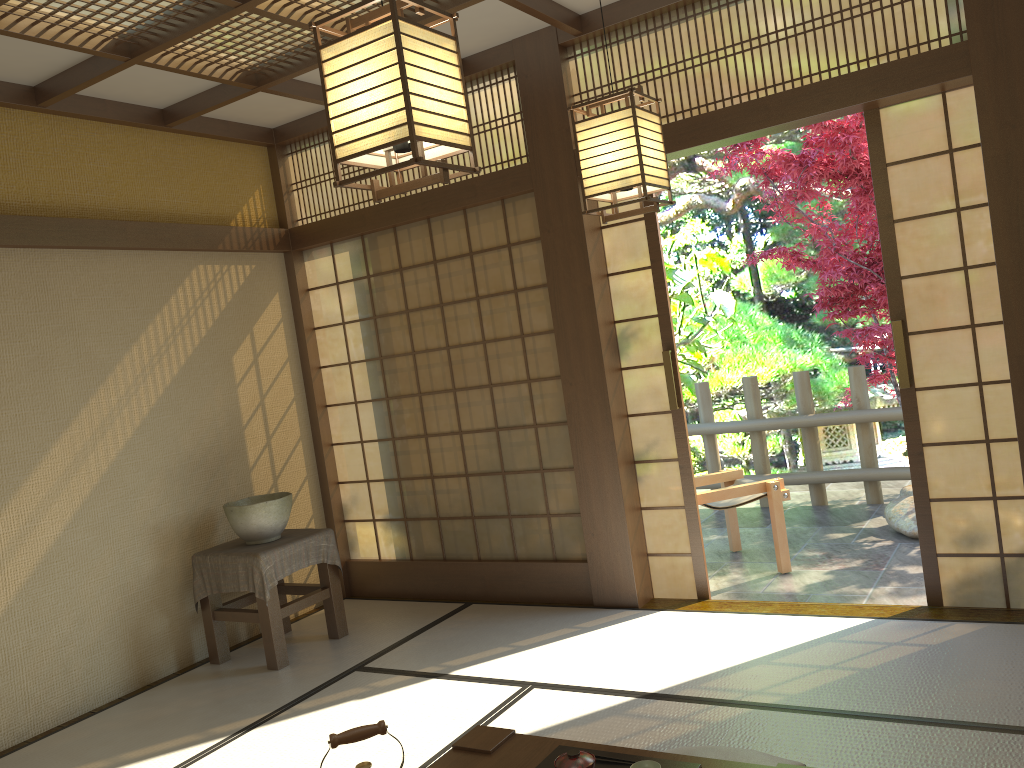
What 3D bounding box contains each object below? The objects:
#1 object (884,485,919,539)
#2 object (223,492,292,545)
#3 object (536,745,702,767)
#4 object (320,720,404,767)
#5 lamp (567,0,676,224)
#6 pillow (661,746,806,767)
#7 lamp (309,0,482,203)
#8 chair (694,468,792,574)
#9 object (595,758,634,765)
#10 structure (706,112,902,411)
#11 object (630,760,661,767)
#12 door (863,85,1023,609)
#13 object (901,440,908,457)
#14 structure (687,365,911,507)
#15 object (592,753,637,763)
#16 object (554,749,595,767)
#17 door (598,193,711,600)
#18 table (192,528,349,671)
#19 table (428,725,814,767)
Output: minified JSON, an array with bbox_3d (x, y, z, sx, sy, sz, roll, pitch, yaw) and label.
[{"bbox_3d":[3.019,0.743,5.574,1.260,0.276,1.147,-7,3,28],"label":"object"},{"bbox_3d":[-1.337,0.723,4.720,0.358,0.230,0.357,-8,2,2],"label":"object"},{"bbox_3d":[0.215,0.963,2.136,0.400,0.007,0.300,-7,3,32],"label":"object"},{"bbox_3d":[-0.312,0.902,1.960,0.219,0.296,0.226,-7,3,27],"label":"object"},{"bbox_3d":[0.309,-1.103,2.894,0.240,1.129,0.240,-7,3,32],"label":"lamp"},{"bbox_3d":[0.574,1.203,2.601,0.496,0.107,0.486,-7,3,26],"label":"pillow"},{"bbox_3d":[-0.303,-0.974,1.911,0.240,1.129,0.240,-7,3,32],"label":"lamp"},{"bbox_3d":[1.227,0.833,5.414,0.704,0.598,0.698,-9,2,-11],"label":"chair"},{"bbox_3d":[0.230,0.950,2.239,0.200,0.008,0.008,-7,3,28],"label":"object"},{"bbox_3d":[2.885,-1.054,7.171,3.045,4.004,3.412,-9,2,-25],"label":"structure"},{"bbox_3d":[0.315,0.922,2.072,0.073,0.052,0.074,-9,2,-14],"label":"object"},{"bbox_3d":[2.505,-0.186,3.449,1.894,2.380,0.073,-7,3,32],"label":"door"},{"bbox_3d":[2.992,0.190,5.533,0.586,1.362,1.032,-10,3,-31],"label":"object"},{"bbox_3d":[3.317,0.332,6.101,7.456,1.136,0.245,-7,3,32],"label":"structure"},{"bbox_3d":[0.240,0.948,2.253,0.200,0.008,0.008,-7,3,33],"label":"object"},{"bbox_3d":[0.154,0.926,2.136,0.100,0.080,0.100,-7,3,32],"label":"object"},{"bbox_3d":[0.055,0.112,5.013,1.894,2.380,0.073,-7,3,32],"label":"door"},{"bbox_3d":[-1.289,1.128,4.742,0.633,0.595,0.629,-7,3,32],"label":"table"},{"bbox_3d":[0.083,1.163,1.884,1.000,0.350,1.000,-7,3,32],"label":"table"}]
